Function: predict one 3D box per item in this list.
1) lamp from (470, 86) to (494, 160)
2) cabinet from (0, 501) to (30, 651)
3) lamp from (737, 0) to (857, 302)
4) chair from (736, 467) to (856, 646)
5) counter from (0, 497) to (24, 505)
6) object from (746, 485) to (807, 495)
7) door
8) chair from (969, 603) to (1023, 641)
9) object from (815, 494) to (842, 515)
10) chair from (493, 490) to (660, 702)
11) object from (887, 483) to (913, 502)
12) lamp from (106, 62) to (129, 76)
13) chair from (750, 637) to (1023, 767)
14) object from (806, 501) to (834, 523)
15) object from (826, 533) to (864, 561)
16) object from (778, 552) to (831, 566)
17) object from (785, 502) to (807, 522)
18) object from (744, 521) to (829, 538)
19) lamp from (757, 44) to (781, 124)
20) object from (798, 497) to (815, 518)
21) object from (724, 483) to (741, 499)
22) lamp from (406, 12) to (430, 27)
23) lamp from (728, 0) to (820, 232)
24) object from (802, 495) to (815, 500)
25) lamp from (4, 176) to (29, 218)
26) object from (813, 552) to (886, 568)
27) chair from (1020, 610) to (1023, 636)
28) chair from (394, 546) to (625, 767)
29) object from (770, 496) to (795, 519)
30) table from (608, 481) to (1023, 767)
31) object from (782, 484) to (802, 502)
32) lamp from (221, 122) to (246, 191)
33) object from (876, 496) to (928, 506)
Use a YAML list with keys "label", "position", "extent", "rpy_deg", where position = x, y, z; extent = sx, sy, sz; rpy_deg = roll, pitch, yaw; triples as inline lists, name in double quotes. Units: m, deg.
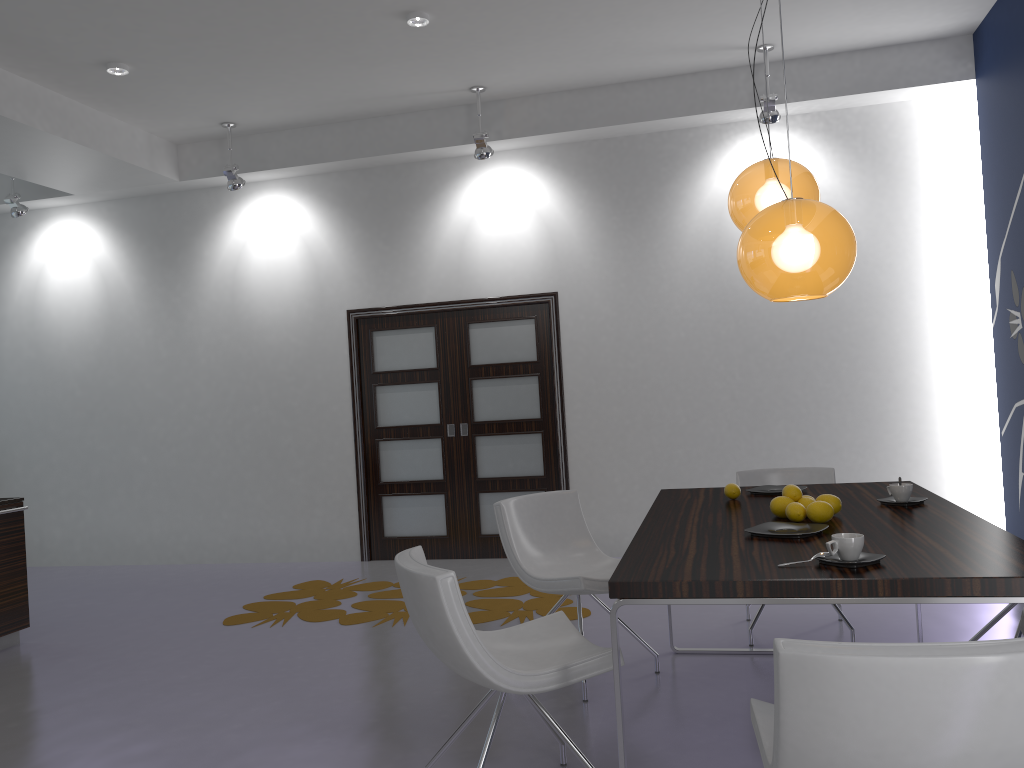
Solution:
- label: "lamp"
  position: [-0.225, -1.873, 6.415]
  extent: [0.150, 0.511, 0.185]
  rpy_deg: [-4, -1, 13]
- label: "cabinet"
  position: [-3.852, 1.136, 3.768]
  extent: [1.377, 0.852, 3.285]
  rpy_deg: [-4, -1, 13]
- label: "lamp"
  position: [0.838, -1.251, 2.787]
  extent: [0.358, 1.974, 0.359]
  rpy_deg: [-4, -1, 18]
- label: "chair"
  position: [1.423, 0.851, 4.502]
  extent: [0.508, 0.805, 0.620]
  rpy_deg: [-4, -1, 13]
- label: "counter"
  position: [-3.876, 0.913, 3.775]
  extent: [1.302, 1.300, 3.291]
  rpy_deg: [-4, -1, 13]
- label: "object"
  position: [1.168, 0.470, 3.918]
  extent: [0.232, 0.020, 0.232]
  rpy_deg: [-4, -1, 42]
- label: "door"
  position: [-0.417, 0.367, 7.159]
  extent: [1.764, 2.061, 0.220]
  rpy_deg: [-4, -1, 13]
- label: "chair"
  position: [2.052, 0.799, 3.442]
  extent: [0.620, 0.805, 0.508]
  rpy_deg: [-4, -1, 8]
- label: "object"
  position: [1.130, 0.432, 3.168]
  extent: [0.079, 0.077, 0.094]
  rpy_deg: [-3, -1, -33]
- label: "chair"
  position: [0.282, 0.913, 4.020]
  extent: [0.508, 0.805, 0.620]
  rpy_deg: [-3, -1, -42]
- label: "object"
  position: [1.466, 0.413, 3.362]
  extent: [0.101, 0.064, 0.081]
  rpy_deg: [-4, -1, 38]
- label: "lamp"
  position: [-2.486, -1.986, 5.591]
  extent: [0.132, 0.035, 0.132]
  rpy_deg: [-3, -1, -14]
- label: "chair"
  position: [0.783, 0.854, 1.794]
  extent: [0.508, 0.805, 0.620]
  rpy_deg: [-4, -1, 8]
- label: "object"
  position: [1.045, 0.435, 3.010]
  extent: [0.094, 0.077, 0.079]
  rpy_deg: [-3, -1, -13]
- label: "object"
  position: [0.887, 0.435, 2.348]
  extent: [0.081, 0.064, 0.101]
  rpy_deg: [-4, -1, 39]
- label: "object"
  position: [0.782, 0.465, 2.361]
  extent: [0.155, 0.028, 0.032]
  rpy_deg: [-3, -1, -6]
- label: "object"
  position: [0.983, 0.444, 3.067]
  extent: [0.070, 0.068, 0.083]
  rpy_deg: [-4, -1, 17]
- label: "object"
  position: [0.886, 0.473, 2.865]
  extent: [0.232, 0.020, 0.232]
  rpy_deg: [-4, -1, 42]
- label: "lamp"
  position: [1.718, -1.996, 5.955]
  extent: [0.150, 0.511, 0.185]
  rpy_deg: [-4, -1, 13]
- label: "object"
  position: [1.051, 0.439, 3.151]
  extent: [0.069, 0.071, 0.081]
  rpy_deg: [-3, -1, -10]
- label: "object"
  position: [0.935, 0.455, 3.762]
  extent: [0.070, 0.068, 0.083]
  rpy_deg: [-4, -1, 17]
- label: "lamp"
  position: [-0.544, -2.109, 5.131]
  extent: [0.132, 0.035, 0.132]
  rpy_deg: [-3, -1, -34]
- label: "lamp"
  position: [1.014, -1.416, 3.587]
  extent: [0.359, 1.645, 0.358]
  rpy_deg: [-4, -1, 24]
- label: "object"
  position: [1.069, 0.440, 3.232]
  extent: [0.083, 0.068, 0.070]
  rpy_deg: [-3, -1, -18]
- label: "lamp"
  position: [-4.110, -1.627, 7.335]
  extent: [0.150, 0.511, 0.185]
  rpy_deg: [-4, -1, 13]
- label: "object"
  position: [0.895, 0.466, 2.355]
  extent: [0.154, 0.020, 0.154]
  rpy_deg: [-3, -1, -31]
- label: "chair"
  position: [1.812, 0.800, 2.429]
  extent: [0.620, 0.805, 0.508]
  rpy_deg: [-4, -1, 13]
- label: "chair"
  position: [-0.027, 0.915, 2.757]
  extent: [0.620, 0.805, 0.508]
  rpy_deg: [-3, -1, -17]
- label: "object"
  position: [0.968, 0.440, 3.162]
  extent: [0.094, 0.080, 0.076]
  rpy_deg: [-4, -1, 15]
- label: "table"
  position: [1.055, 0.867, 3.164]
  extent: [1.127, 0.783, 2.046]
  rpy_deg: [-4, -1, 13]
- label: "object"
  position: [1.013, 0.398, 3.206]
  extent: [0.070, 0.068, 0.083]
  rpy_deg: [-4, -1, 17]
- label: "lamp"
  position: [-2.167, -1.750, 6.875]
  extent: [0.150, 0.511, 0.185]
  rpy_deg: [-4, -1, 13]
- label: "object"
  position: [1.476, 0.444, 3.356]
  extent: [0.154, 0.020, 0.154]
  rpy_deg: [-3, -1, -32]
